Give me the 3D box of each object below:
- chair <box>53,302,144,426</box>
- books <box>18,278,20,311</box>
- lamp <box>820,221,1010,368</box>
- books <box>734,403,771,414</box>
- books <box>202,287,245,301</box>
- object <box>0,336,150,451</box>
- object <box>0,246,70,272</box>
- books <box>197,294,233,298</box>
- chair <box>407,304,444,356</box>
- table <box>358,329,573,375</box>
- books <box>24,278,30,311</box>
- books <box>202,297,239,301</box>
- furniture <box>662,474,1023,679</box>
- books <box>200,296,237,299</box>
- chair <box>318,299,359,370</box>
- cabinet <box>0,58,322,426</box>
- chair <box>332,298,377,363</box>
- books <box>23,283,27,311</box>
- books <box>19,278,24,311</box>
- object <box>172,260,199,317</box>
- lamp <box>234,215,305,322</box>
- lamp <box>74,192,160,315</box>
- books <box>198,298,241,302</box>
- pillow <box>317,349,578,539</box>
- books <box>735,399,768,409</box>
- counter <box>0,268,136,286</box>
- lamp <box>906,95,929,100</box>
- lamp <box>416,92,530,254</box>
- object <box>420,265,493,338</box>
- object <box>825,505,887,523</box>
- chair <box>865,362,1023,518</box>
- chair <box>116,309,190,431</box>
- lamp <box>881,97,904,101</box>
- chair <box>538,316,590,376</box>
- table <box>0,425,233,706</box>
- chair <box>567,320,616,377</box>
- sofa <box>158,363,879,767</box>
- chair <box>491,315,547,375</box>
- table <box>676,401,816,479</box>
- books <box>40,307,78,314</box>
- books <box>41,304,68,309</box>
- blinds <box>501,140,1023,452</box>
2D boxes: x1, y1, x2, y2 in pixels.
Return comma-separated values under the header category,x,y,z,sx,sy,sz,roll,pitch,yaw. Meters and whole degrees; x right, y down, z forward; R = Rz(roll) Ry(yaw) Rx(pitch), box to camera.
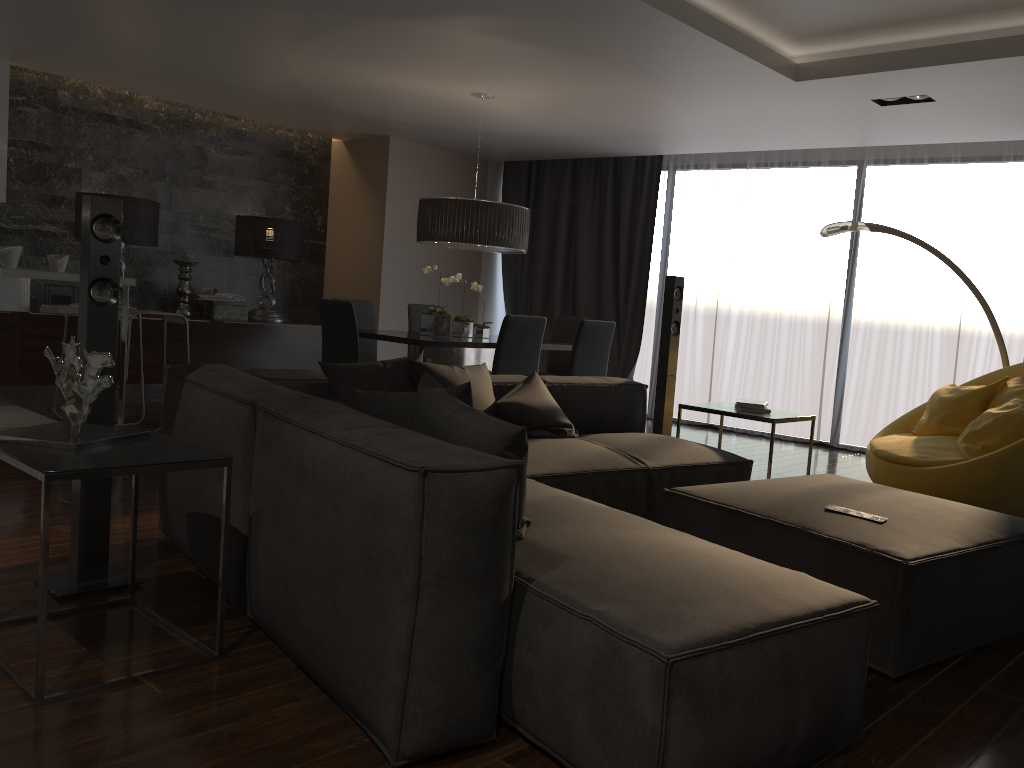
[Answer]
category,x,y,z,sx,sy,sz,roll,pitch,yaw
chair,-2.800,-0.140,5.987,0.398,0.799,0.454,8,6,43
books,-3.684,-0.670,6.502,0.166,0.243,0.025,9,6,42
lamp,4.063,-0.035,5.601,4.093,1.777,0.602,6,5,20
books,1.308,0.132,4.789,0.162,0.023,0.233,5,5,3
books,-2.587,-0.797,7.888,0.288,0.109,0.306,1,6,-37
object,-1.225,0.008,2.449,0.279,0.287,0.291,6,5,13
object,-2.824,-0.734,5.141,0.178,0.133,0.462,9,7,44
books,-2.609,-0.779,7.809,0.256,0.011,0.315,4,5,-5
chair,-0.563,-0.149,7.170,0.542,0.963,0.451,8,6,43
table,-0.345,0.036,6.477,0.986,0.759,1.690,9,7,43
books,-3.635,-0.670,6.553,0.166,0.243,0.025,9,6,42
books,-2.593,-0.758,7.834,0.258,0.011,0.312,4,5,-10
furniture,1.291,0.619,3.311,1.156,0.439,1.037,1,6,-37
books,-2.605,-0.768,7.818,0.258,0.011,0.312,4,5,-10
chair,-0.966,-0.059,5.841,0.405,0.963,0.603,8,6,43
cabinet,-2.870,-0.897,4.870,4.215,2.497,7.299,9,7,43
chair,-1.071,-0.141,6.633,0.542,0.963,0.451,8,6,43
books,-3.639,-0.649,6.524,0.147,0.205,0.022,9,6,42
books,-3.653,-0.668,6.504,0.165,0.243,0.020,9,6,42
object,-2.829,-0.823,7.598,0.209,0.485,0.207,4,4,1
lamp,-2.253,-1.053,8.133,0.615,0.932,0.571,3,5,-21
lamp,-3.205,-1.037,7.126,0.564,0.932,0.622,7,5,33
books,-2.598,-0.747,7.819,0.254,0.011,0.318,5,5,0
pillow,-0.329,0.102,3.308,1.047,0.430,2.123,5,5,7
books,1.311,0.108,4.802,0.150,0.022,0.212,7,6,20
counter,-4.545,-0.713,4.342,2.551,0.041,4.251,10,7,43
lamp,2.524,-1.814,5.465,0.186,0.077,0.168,1,6,-35
lamp,-0.249,-1.536,6.360,0.836,1.101,0.773,2,5,-23
object,-0.414,-0.598,6.400,0.294,0.500,0.605,8,6,40
object,1.159,0.438,2.969,0.197,0.015,0.054,9,7,42
chair,2.692,0.287,5.119,1.119,1.004,1.544,5,5,10
chair,-2.312,-0.058,5.537,0.398,0.799,0.454,8,6,43
lamp,2.399,-1.835,5.580,0.168,0.077,0.186,9,6,38
chair,0.285,-0.076,7.131,0.405,0.963,0.603,8,6,43
table,-1.146,0.445,2.419,0.569,0.562,0.475,9,6,43
chair,0.379,0.008,6.302,0.542,0.963,0.451,8,6,43
sofa,0.302,0.409,3.288,2.619,0.703,2.593,1,7,-37
chair,-0.129,0.016,5.765,0.542,0.963,0.451,8,6,43
table,1.264,0.419,4.829,0.569,0.562,0.475,9,6,43
books,-3.384,-0.551,6.629,0.173,0.034,0.252,7,6,22
books,-3.380,-0.579,6.618,0.161,0.024,0.236,7,6,23
blinds,2.684,-0.874,7.489,7.127,2.890,0.787,8,6,34
